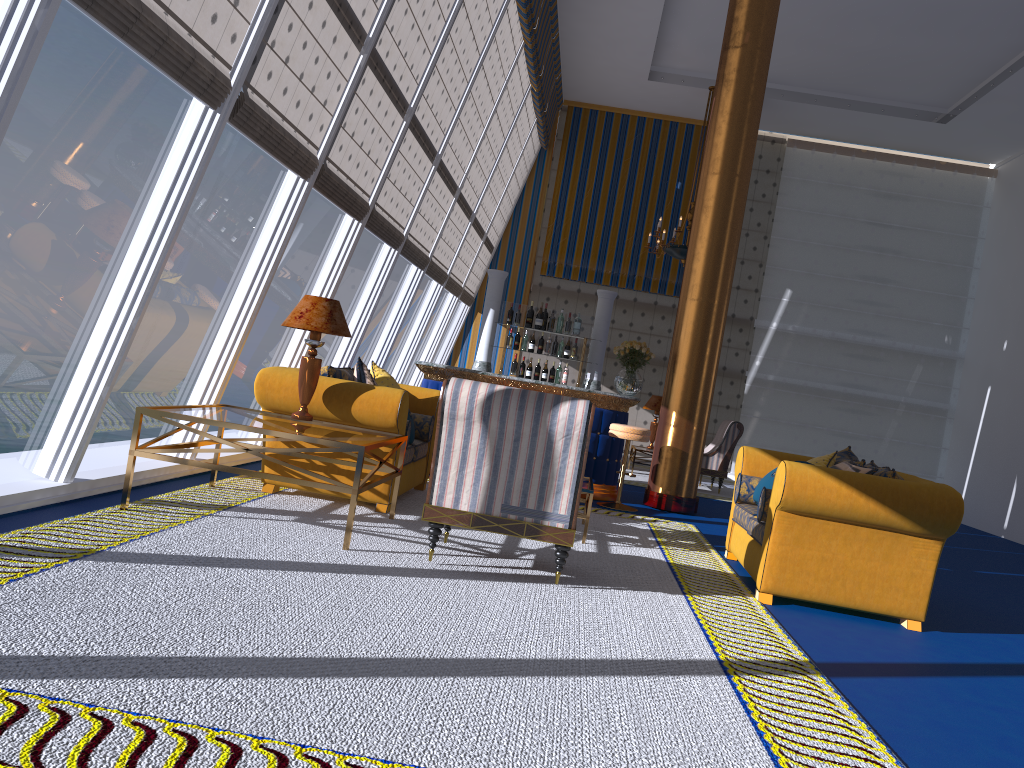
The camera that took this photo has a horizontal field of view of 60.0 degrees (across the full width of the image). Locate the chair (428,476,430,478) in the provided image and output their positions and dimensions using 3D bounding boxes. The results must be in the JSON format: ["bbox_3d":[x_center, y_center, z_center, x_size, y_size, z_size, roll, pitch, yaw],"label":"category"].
[{"bbox_3d":[-0.893,0.454,8.245,0.394,0.782,0.403,10,1,42],"label":"chair"}]

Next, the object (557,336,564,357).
[{"bbox_3d":[0.546,-0.410,9.805,0.059,0.230,0.058,9,1,-37],"label":"object"}]

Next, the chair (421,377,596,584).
[{"bbox_3d":[-0.010,0.503,4.815,0.793,0.967,0.785,10,0,4],"label":"chair"}]

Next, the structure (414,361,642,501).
[{"bbox_3d":[0.090,0.478,8.840,2.318,1.065,0.767,9,0,-7],"label":"structure"}]

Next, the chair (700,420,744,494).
[{"bbox_3d":[2.575,0.916,11.837,0.783,0.967,0.795,10,0,4],"label":"chair"}]

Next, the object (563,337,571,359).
[{"bbox_3d":[0.616,-0.403,9.802,0.069,0.244,0.068,9,1,-15],"label":"object"}]

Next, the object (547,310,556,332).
[{"bbox_3d":[0.438,-0.697,9.772,0.077,0.248,0.075,9,1,-32],"label":"object"}]

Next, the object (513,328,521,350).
[{"bbox_3d":[0.061,-0.499,9.743,0.066,0.244,0.065,9,1,-15],"label":"object"}]

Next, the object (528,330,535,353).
[{"bbox_3d":[0.226,-0.467,9.750,0.069,0.244,0.068,9,1,-15],"label":"object"}]

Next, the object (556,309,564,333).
[{"bbox_3d":[0.536,-0.695,9.760,0.069,0.271,0.069,10,1,15],"label":"object"}]

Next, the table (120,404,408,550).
[{"bbox_3d":[-1.373,0.499,5.218,1.236,0.550,1.153,10,0,4],"label":"table"}]

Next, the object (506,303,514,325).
[{"bbox_3d":[-0.015,-0.776,9.786,0.065,0.244,0.065,10,1,8],"label":"object"}]

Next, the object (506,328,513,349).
[{"bbox_3d":[-0.018,-0.501,9.722,0.066,0.225,0.065,9,1,-27],"label":"object"}]

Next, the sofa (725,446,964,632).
[{"bbox_3d":[2.033,0.924,5.793,1.009,0.854,1.851,10,0,6],"label":"sofa"}]

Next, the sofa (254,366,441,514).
[{"bbox_3d":[-1.180,0.370,6.667,1.000,0.854,1.848,10,0,4],"label":"sofa"}]

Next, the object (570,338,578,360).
[{"bbox_3d":[0.697,-0.389,9.801,0.071,0.244,0.072,10,1,25],"label":"object"}]

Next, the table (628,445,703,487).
[{"bbox_3d":[2.195,1.166,12.743,0.973,0.369,0.908,10,0,4],"label":"table"}]

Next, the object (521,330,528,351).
[{"bbox_3d":[0.147,-0.477,9.752,0.059,0.230,0.058,9,1,-37],"label":"object"}]

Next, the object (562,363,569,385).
[{"bbox_3d":[0.599,-0.111,9.847,0.061,0.258,0.061,10,1,4],"label":"object"}]

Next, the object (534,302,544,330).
[{"bbox_3d":[0.308,-0.748,9.754,0.085,0.303,0.085,9,1,-2],"label":"object"}]

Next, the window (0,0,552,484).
[{"bbox_3d":[-1.039,-2.143,7.698,1.616,5.856,15.486,10,0,4],"label":"window"}]

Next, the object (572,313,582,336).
[{"bbox_3d":[0.726,-0.661,9.828,0.092,0.259,0.091,9,1,-13],"label":"object"}]

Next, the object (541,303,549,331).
[{"bbox_3d":[0.358,-0.740,9.776,0.080,0.303,0.082,10,1,21],"label":"object"}]

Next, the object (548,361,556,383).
[{"bbox_3d":[0.449,-0.129,9.814,0.066,0.244,0.065,9,1,-15],"label":"object"}]

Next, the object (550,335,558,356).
[{"bbox_3d":[0.474,-0.422,9.787,0.072,0.232,0.071,9,1,-17],"label":"object"}]

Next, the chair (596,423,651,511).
[{"bbox_3d":[1.061,0.781,8.409,0.402,0.782,0.395,9,1,-26],"label":"chair"}]

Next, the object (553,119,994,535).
[{"bbox_3d":[3.562,-6.699,7.131,63.023,33.605,63.521,10,0,10],"label":"object"}]

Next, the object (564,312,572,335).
[{"bbox_3d":[0.625,-0.669,9.793,0.073,0.246,0.071,9,1,-37],"label":"object"}]

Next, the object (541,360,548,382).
[{"bbox_3d":[0.368,-0.146,9.797,0.069,0.244,0.068,9,1,-15],"label":"object"}]

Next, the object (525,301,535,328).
[{"bbox_3d":[0.204,-0.765,9.760,0.081,0.303,0.081,10,1,10],"label":"object"}]

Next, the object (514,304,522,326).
[{"bbox_3d":[0.071,-0.762,9.824,0.073,0.246,0.071,9,1,-37],"label":"object"}]

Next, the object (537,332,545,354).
[{"bbox_3d":[0.322,-0.455,9.761,0.066,0.244,0.065,9,1,-15],"label":"object"}]

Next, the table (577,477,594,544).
[{"bbox_3d":[0.084,0.831,6.509,0.973,0.369,0.908,10,0,4],"label":"table"}]

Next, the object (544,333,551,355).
[{"bbox_3d":[0.399,-0.439,9.760,0.057,0.239,0.056,9,1,-22],"label":"object"}]

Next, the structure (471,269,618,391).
[{"bbox_3d":[0.095,-0.098,9.916,2.316,2.196,0.767,9,1,-5],"label":"structure"}]

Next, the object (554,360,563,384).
[{"bbox_3d":[0.523,-0.128,9.841,0.069,0.269,0.068,9,1,-36],"label":"object"}]
